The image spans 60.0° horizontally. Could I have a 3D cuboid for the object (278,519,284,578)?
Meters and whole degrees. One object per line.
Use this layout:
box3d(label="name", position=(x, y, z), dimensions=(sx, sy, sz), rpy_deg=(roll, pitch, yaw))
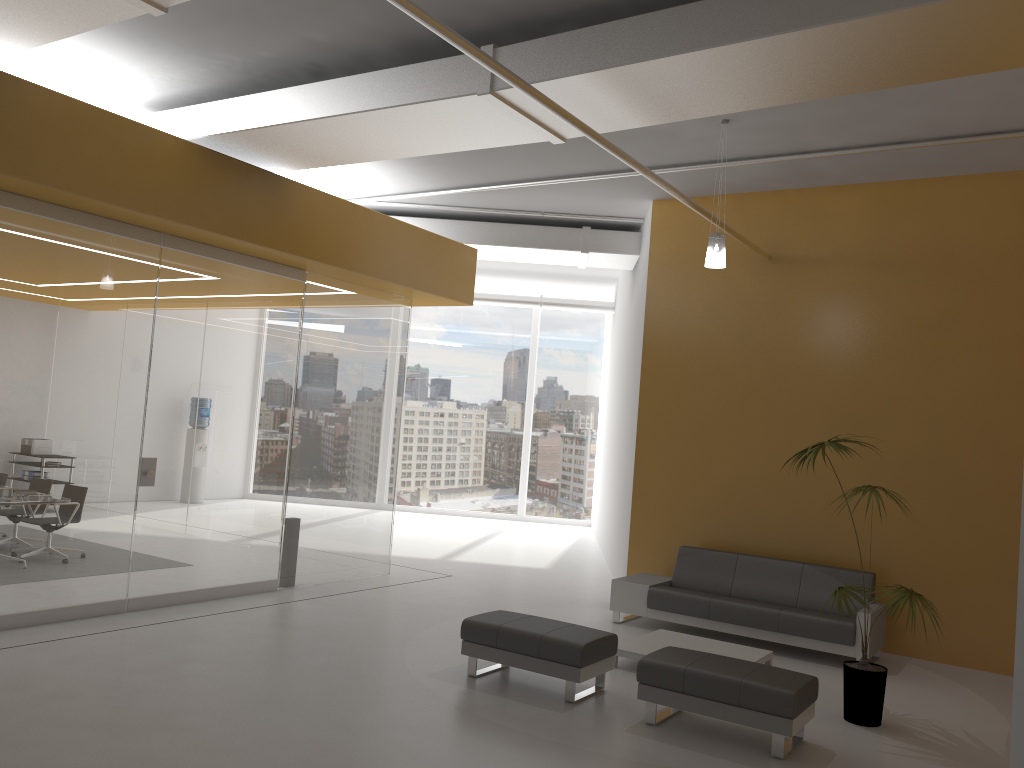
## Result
box3d(label="object", position=(-2.353, 1.760, 9.299), dimensions=(0.124, 0.706, 0.152), rpy_deg=(3, -3, 28))

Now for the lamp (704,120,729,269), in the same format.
box3d(label="lamp", position=(1.724, -1.578, 7.348), dimensions=(0.174, 1.227, 0.174), rpy_deg=(5, -3, -16))

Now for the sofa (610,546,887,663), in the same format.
box3d(label="sofa", position=(2.185, 2.034, 8.377), dimensions=(2.400, 0.761, 0.860), rpy_deg=(2, -4, 33))

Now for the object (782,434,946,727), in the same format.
box3d(label="object", position=(2.376, 1.331, 6.155), dimensions=(0.912, 1.956, 1.222), rpy_deg=(5, -3, -17))

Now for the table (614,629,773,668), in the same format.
box3d(label="table", position=(1.463, 2.221, 7.171), dimensions=(1.000, 0.150, 1.000), rpy_deg=(2, -4, 33))

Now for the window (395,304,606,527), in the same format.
box3d(label="window", position=(-1.067, 0.418, 18.051), dimensions=(8.533, 4.498, 0.100), rpy_deg=(4, -3, 3))

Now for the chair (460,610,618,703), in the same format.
box3d(label="chair", position=(0.185, 1.945, 6.411), dimensions=(1.012, 0.423, 0.575), rpy_deg=(2, -4, 33))

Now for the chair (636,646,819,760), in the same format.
box3d(label="chair", position=(1.357, 1.995, 5.632), dimensions=(1.012, 0.423, 0.575), rpy_deg=(2, -4, 33))
